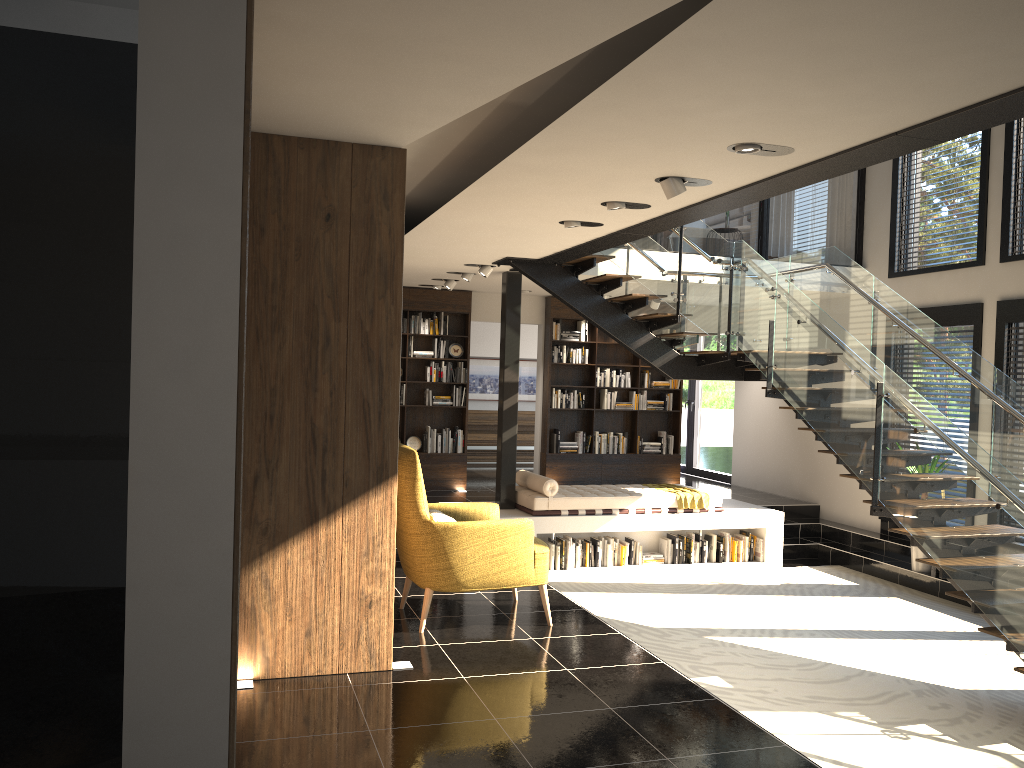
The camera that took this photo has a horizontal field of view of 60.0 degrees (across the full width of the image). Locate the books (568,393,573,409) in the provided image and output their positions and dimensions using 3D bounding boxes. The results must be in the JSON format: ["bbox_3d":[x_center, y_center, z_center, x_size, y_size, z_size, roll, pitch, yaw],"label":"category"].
[{"bbox_3d":[0.809,0.233,12.490,0.030,0.222,0.189,1,1,-18],"label":"books"}]

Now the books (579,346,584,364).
[{"bbox_3d":[0.985,-0.406,12.534,0.032,0.247,0.114,1,1,-18],"label":"books"}]

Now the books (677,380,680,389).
[{"bbox_3d":[2.405,-0.024,12.989,0.051,0.194,0.192,1,1,-17],"label":"books"}]

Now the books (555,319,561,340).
[{"bbox_3d":[0.645,-0.754,12.398,0.028,0.290,0.170,1,1,-18],"label":"books"}]

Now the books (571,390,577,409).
[{"bbox_3d":[0.866,0.218,12.497,0.029,0.256,0.167,1,1,-18],"label":"books"}]

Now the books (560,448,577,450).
[{"bbox_3d":[0.765,0.912,12.533,0.271,0.025,0.156,2,0,-17],"label":"books"}]

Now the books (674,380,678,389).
[{"bbox_3d":[2.369,-0.022,12.976,0.023,0.189,0.197,1,1,-18],"label":"books"}]

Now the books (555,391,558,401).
[{"bbox_3d":[0.602,0.215,12.439,0.023,0.245,0.159,1,1,-18],"label":"books"}]

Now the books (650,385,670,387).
[{"bbox_3d":[2.143,0.033,12.939,0.272,0.021,0.156,2,0,-19],"label":"books"}]

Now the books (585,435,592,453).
[{"bbox_3d":[1.064,0.856,12.615,0.075,0.255,0.181,1,1,-18],"label":"books"}]

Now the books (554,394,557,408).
[{"bbox_3d":[0.583,0.238,12.413,0.028,0.199,0.175,1,1,-18],"label":"books"}]

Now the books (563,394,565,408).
[{"bbox_3d":[0.703,0.242,12.458,0.024,0.197,0.172,1,1,-18],"label":"books"}]

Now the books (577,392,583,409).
[{"bbox_3d":[0.935,0.230,12.526,0.070,0.236,0.206,1,1,-18],"label":"books"}]

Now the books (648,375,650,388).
[{"bbox_3d":[1.961,-0.038,12.853,0.026,0.196,0.147,1,1,-18],"label":"books"}]

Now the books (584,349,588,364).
[{"bbox_3d":[1.027,-0.384,12.512,0.034,0.206,0.167,1,1,-18],"label":"books"}]

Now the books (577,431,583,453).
[{"bbox_3d":[0.958,0.825,12.580,0.031,0.310,0.169,1,1,-18],"label":"books"}]

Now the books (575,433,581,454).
[{"bbox_3d":[0.934,0.838,12.553,0.030,0.284,0.177,1,1,-18],"label":"books"}]

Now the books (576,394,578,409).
[{"bbox_3d":[0.885,0.244,12.530,0.030,0.205,0.170,1,1,-18],"label":"books"}]

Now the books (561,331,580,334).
[{"bbox_3d":[0.796,-0.722,12.462,0.285,0.030,0.176,2,0,-18],"label":"books"}]

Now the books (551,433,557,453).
[{"bbox_3d":[0.585,0.834,12.475,0.025,0.270,0.156,1,1,-18],"label":"books"}]

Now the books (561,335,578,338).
[{"bbox_3d":[0.793,-0.669,12.470,0.251,0.026,0.148,2,0,-14],"label":"books"}]

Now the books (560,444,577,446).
[{"bbox_3d":[0.767,0.857,12.531,0.271,0.025,0.156,2,0,-17],"label":"books"}]

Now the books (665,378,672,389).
[{"bbox_3d":[2.291,-0.040,12.972,0.026,0.219,0.156,1,1,-18],"label":"books"}]

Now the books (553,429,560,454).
[{"bbox_3d":[0.625,0.801,12.440,0.028,0.340,0.203,1,1,-18],"label":"books"}]

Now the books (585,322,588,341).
[{"bbox_3d":[1.017,-0.735,12.526,0.029,0.272,0.173,1,1,-18],"label":"books"}]

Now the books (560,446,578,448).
[{"bbox_3d":[0.770,0.885,12.519,0.287,0.030,0.176,2,0,-20],"label":"books"}]

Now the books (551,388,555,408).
[{"bbox_3d":[0.557,0.196,12.405,0.028,0.282,0.168,1,1,-18],"label":"books"}]

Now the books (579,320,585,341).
[{"bbox_3d":[0.988,-0.755,12.515,0.034,0.311,0.149,1,1,-18],"label":"books"}]

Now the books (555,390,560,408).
[{"bbox_3d":[0.632,0.210,12.429,0.029,0.258,0.181,1,1,-18],"label":"books"}]

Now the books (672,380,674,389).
[{"bbox_3d":[2.320,-0.049,12.971,0.028,0.240,0.187,1,1,-18],"label":"books"}]

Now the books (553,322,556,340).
[{"bbox_3d":[0.562,-0.737,12.391,0.032,0.250,0.167,1,1,-18],"label":"books"}]

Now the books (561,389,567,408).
[{"bbox_3d":[0.728,0.206,12.469,0.029,0.272,0.152,1,1,-18],"label":"books"}]

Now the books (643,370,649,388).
[{"bbox_3d":[1.934,-0.071,12.861,0.023,0.261,0.146,1,1,-18],"label":"books"}]

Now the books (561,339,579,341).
[{"bbox_3d":[0.792,-0.618,12.467,0.268,0.026,0.156,2,0,-14],"label":"books"}]

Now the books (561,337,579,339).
[{"bbox_3d":[0.792,-0.643,12.469,0.273,0.025,0.156,2,0,-20],"label":"books"}]

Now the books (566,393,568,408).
[{"bbox_3d":[0.747,0.234,12.490,0.021,0.216,0.170,1,1,-18],"label":"books"}]

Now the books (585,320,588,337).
[{"bbox_3d":[1.039,-0.750,12.539,0.019,0.303,0.129,1,1,-18],"label":"books"}]

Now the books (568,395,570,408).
[{"bbox_3d":[0.774,0.246,12.492,0.033,0.193,0.172,1,1,-18],"label":"books"}]

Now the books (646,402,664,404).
[{"bbox_3d":[2.046,0.275,12.866,0.260,0.021,0.167,2,0,-20],"label":"books"}]

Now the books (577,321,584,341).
[{"bbox_3d":[0.960,-0.742,12.495,0.030,0.284,0.176,1,1,-18],"label":"books"}]

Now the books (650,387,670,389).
[{"bbox_3d":[2.143,0.054,12.938,0.266,0.021,0.156,2,0,-20],"label":"books"}]

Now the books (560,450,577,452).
[{"bbox_3d":[0.768,0.937,12.521,0.258,0.024,0.167,2,0,-17],"label":"books"}]

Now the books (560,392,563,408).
[{"bbox_3d":[0.676,0.227,12.457,0.028,0.227,0.136,1,1,-18],"label":"books"}]

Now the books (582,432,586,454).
[{"bbox_3d":[0.992,0.830,12.586,0.036,0.302,0.186,1,1,-18],"label":"books"}]

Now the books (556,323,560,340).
[{"bbox_3d":[0.617,-0.726,12.390,0.030,0.231,0.200,1,1,-18],"label":"books"}]

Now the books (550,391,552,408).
[{"bbox_3d":[0.519,0.217,12.429,0.028,0.237,0.134,1,1,-18],"label":"books"}]

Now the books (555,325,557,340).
[{"bbox_3d":[0.589,-0.720,12.392,0.021,0.217,0.180,1,1,-18],"label":"books"}]

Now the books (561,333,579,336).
[{"bbox_3d":[0.792,-0.694,12.474,0.270,0.025,0.156,2,0,-18],"label":"books"}]

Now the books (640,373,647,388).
[{"bbox_3d":[1.910,-0.051,12.857,0.024,0.219,0.174,1,1,-18],"label":"books"}]

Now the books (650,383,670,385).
[{"bbox_3d":[2.147,-0.007,12.931,0.260,0.020,0.167,2,0,-20],"label":"books"}]

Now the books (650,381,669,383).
[{"bbox_3d":[2.143,-0.028,12.945,0.246,0.021,0.148,2,0,-18],"label":"books"}]

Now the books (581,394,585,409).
[{"bbox_3d":[0.981,0.244,12.543,0.028,0.210,0.169,1,1,-18],"label":"books"}]

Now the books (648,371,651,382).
[{"bbox_3d":[1.977,-0.061,12.890,0.025,0.243,0.119,1,1,-18],"label":"books"}]

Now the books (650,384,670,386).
[{"bbox_3d":[2.145,0.013,12.934,0.259,0.020,0.167,2,0,-19],"label":"books"}]

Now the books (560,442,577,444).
[{"bbox_3d":[0.771,0.832,12.521,0.257,0.024,0.167,2,0,-18],"label":"books"}]
